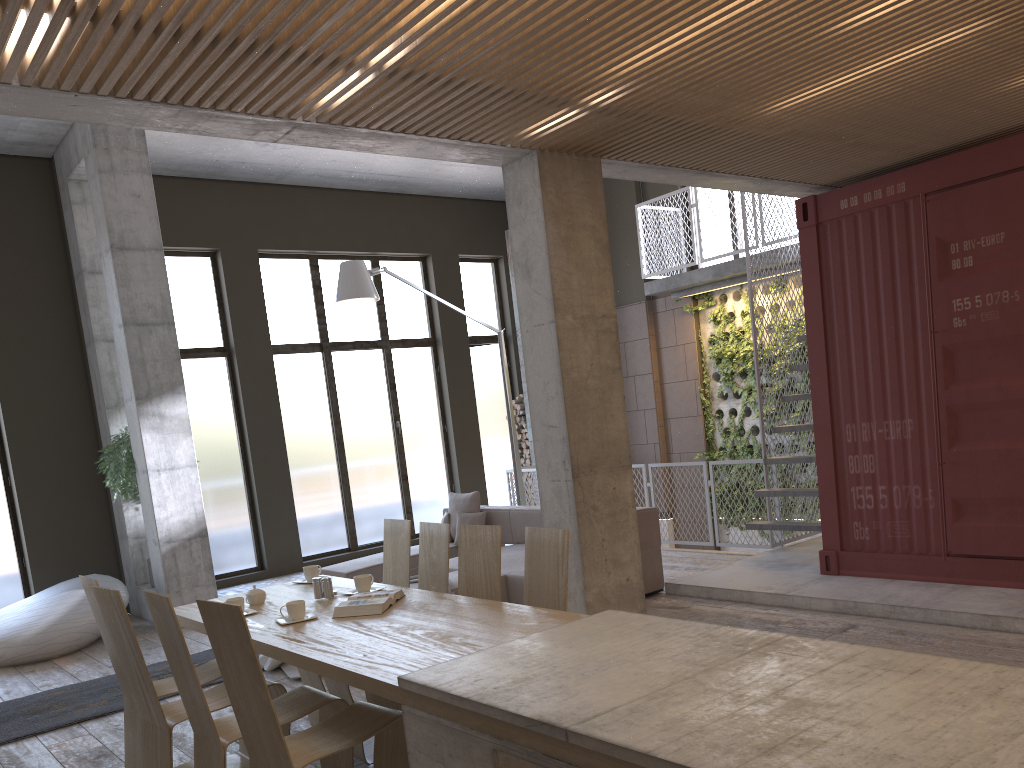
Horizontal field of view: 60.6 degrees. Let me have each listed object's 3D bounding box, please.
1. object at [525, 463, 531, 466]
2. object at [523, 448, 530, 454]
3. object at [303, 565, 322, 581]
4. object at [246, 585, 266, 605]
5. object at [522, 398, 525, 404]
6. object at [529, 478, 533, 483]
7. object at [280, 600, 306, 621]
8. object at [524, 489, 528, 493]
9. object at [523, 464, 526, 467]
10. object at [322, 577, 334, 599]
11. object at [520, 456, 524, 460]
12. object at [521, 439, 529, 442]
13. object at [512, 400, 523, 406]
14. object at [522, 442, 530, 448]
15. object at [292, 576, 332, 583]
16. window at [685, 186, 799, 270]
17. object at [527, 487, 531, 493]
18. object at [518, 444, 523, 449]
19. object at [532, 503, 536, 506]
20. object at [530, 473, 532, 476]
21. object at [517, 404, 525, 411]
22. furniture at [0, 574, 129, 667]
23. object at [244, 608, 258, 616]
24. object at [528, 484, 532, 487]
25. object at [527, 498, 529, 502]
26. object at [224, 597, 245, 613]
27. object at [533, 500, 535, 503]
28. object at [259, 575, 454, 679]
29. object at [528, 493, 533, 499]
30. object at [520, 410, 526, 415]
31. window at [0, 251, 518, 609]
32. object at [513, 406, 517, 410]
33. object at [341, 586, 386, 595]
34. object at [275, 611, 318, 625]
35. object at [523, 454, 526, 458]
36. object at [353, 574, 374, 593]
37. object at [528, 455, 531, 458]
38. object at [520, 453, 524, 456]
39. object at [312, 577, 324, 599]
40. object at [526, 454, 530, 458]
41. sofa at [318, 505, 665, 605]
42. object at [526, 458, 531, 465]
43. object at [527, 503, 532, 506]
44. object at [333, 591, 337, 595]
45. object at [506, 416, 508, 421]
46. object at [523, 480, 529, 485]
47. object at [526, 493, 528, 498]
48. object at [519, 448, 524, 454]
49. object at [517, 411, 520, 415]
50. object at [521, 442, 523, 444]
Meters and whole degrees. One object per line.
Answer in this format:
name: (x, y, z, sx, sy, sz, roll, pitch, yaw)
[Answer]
object: (0.386, 1.252, 13.946, 0.359, 0.068, 0.122, -5, -1, -37)
object: (0.377, 1.046, 13.939, 0.432, 0.094, 0.092, -5, 1, -37)
object: (-1.233, 1.166, 5.409, 0.093, 0.089, 0.116, -6, 1, 5)
object: (-1.412, 1.162, 4.831, 0.089, 0.113, 0.121, -4, 3, 43)
object: (0.304, 0.253, 13.874, 0.291, 0.109, 0.099, -6, 1, -37)
object: (0.479, 1.502, 13.916, 0.474, 0.084, 0.094, -5, 0, -37)
object: (-1.054, 1.105, 4.259, 0.094, 0.089, 0.115, -6, 1, 26)
object: (0.291, 1.712, 14.174, 0.450, 0.090, 0.091, -5, 1, -36)
object: (0.327, 1.275, 14.030, 0.355, 0.075, 0.064, -5, 1, -40)
object: (-0.990, 1.095, 4.716, 0.052, 0.111, 0.052, -6, 5, 7)
object: (0.278, 1.189, 14.114, 0.450, 0.090, 0.091, -5, 1, -37)
object: (0.305, 0.877, 13.915, 0.328, 0.057, 0.089, -5, -1, -37)
object: (0.131, 0.294, 13.883, 0.289, 0.104, 0.104, -6, 1, -39)
object: (0.294, 0.954, 13.901, 0.290, 0.108, 0.099, -6, 1, -39)
object: (-1.229, 1.208, 5.400, 0.186, 0.014, 0.183, -8, -3, 38)
window: (3.534, -2.436, 10.554, 0.108, 1.765, 3.583, -12, 3, -39)
object: (0.376, 1.670, 13.980, 0.290, 0.108, 0.099, -6, 1, -39)
object: (0.209, 0.995, 14.094, 0.450, 0.090, 0.091, -5, 1, -36)
object: (0.443, 1.920, 13.900, 0.289, 0.104, 0.101, -6, 1, -39)
object: (0.484, 1.421, 13.928, 0.430, 0.080, 0.115, -5, 0, -39)
object: (0.268, 0.355, 13.826, 0.432, 0.094, 0.094, -5, 1, -39)
furniture: (-4.746, 2.404, 8.661, 1.792, 0.820, 1.619, -7, 0, -1)
object: (-1.438, 1.201, 4.568, 0.183, 0.014, 0.186, -5, -3, -35)
object: (0.388, 1.593, 13.995, 0.328, 0.057, 0.089, -5, -1, -37)
object: (0.391, 1.844, 14.110, 0.474, 0.084, 0.094, -5, 0, -37)
object: (-1.441, 1.162, 4.555, 0.093, 0.089, 0.115, -6, 1, 16)
object: (0.439, 1.844, 13.885, 0.247, 0.048, 0.063, -5, 0, -39)
object: (-1.239, 1.885, 6.959, 1.586, 0.508, 1.044, -6, -1, -20)
object: (0.460, 1.762, 14.019, 0.432, 0.094, 0.092, -5, 1, -37)
object: (0.308, 0.430, 13.806, 0.418, 0.068, 0.066, -5, 1, -39)
window: (-3.543, 0.392, 11.424, 9.100, 4.219, 0.209, -6, 5, -40)
object: (0.144, 0.363, 13.955, 0.430, 0.080, 0.113, -5, 0, -39)
object: (-0.811, 1.137, 4.805, 0.186, 0.014, 0.183, -8, -3, 38)
object: (-1.050, 1.144, 4.272, 0.184, 0.014, 0.185, -6, -2, -25)
object: (0.358, 1.130, 13.973, 0.418, 0.068, 0.067, -5, 1, -37)
object: (-0.815, 1.095, 4.814, 0.093, 0.089, 0.116, -6, 1, 5)
object: (0.356, 1.127, 13.805, 0.247, 0.048, 0.063, -5, 0, -39)
object: (0.185, 1.126, 14.046, 0.418, 0.073, 0.071, -5, 1, -37)
object: (-1.046, 1.101, 4.733, 0.052, 0.113, 0.052, -6, 5, 7)
object: (0.408, 1.120, 13.910, 0.418, 0.068, 0.067, -5, 1, -37)
sofa: (-0.733, 1.734, 8.156, 2.978, 0.793, 3.012, -5, -2, -38)
object: (0.361, 1.203, 13.820, 0.289, 0.104, 0.101, -6, 1, -39)
object: (0.419, 1.919, 14.070, 0.450, 0.090, 0.091, -5, 1, -40)
object: (-0.978, 1.142, 4.785, 0.051, 0.019, 0.050, -7, -1, 34)
object: (0.099, 0.525, 14.065, 0.432, 0.093, 0.092, -5, 1, -39)
object: (0.357, 1.545, 14.048, 0.430, 0.080, 0.115, -5, 0, -39)
object: (0.360, 1.776, 14.169, 0.430, 0.080, 0.115, -5, 0, -37)
object: (0.278, 1.060, 14.089, 0.430, 0.080, 0.115, -5, 0, -37)
object: (0.258, 0.439, 13.869, 0.418, 0.067, 0.067, -5, 1, -39)
object: (0.292, 0.920, 13.983, 0.355, 0.075, 0.064, -5, 1, -36)
